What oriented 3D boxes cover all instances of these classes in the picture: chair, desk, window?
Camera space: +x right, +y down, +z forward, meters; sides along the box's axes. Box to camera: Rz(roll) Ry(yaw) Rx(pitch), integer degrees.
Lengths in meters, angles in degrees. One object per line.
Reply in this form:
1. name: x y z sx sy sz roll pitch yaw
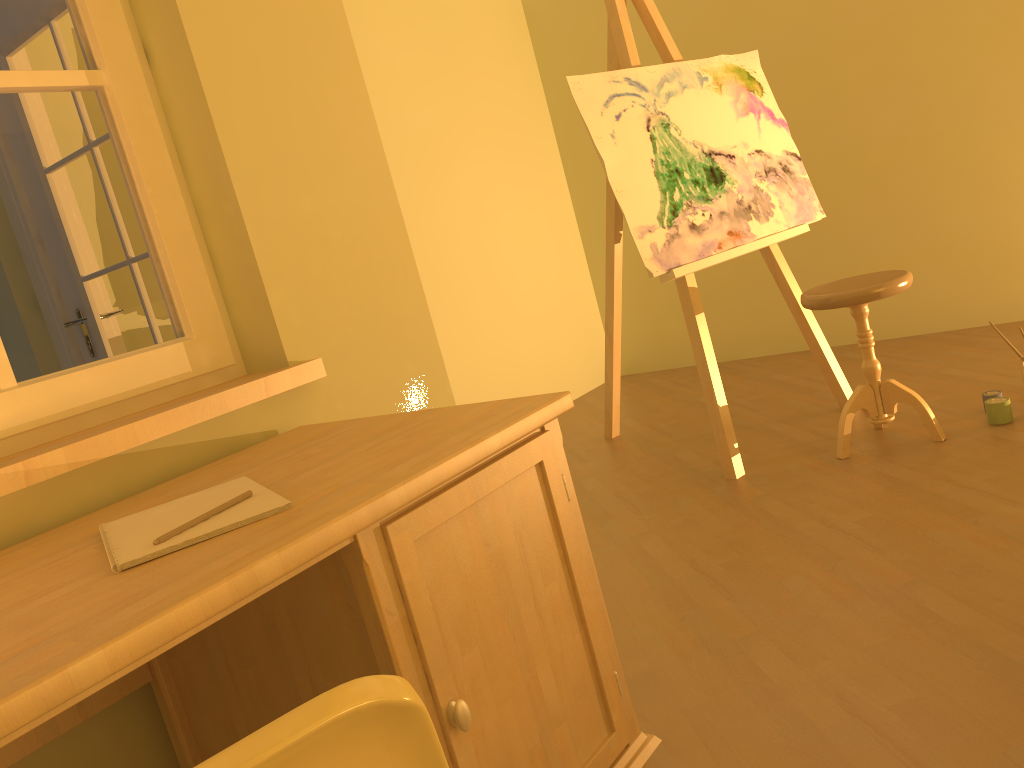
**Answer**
1. chair: -0.186 0.561 0.570 0.531 0.785 0.546 -20 10 -31
2. chair: 1.191 -0.069 2.931 0.348 0.551 0.364 -22 11 -39
3. desk: -0.473 0.585 1.123 0.684 0.720 1.396 -8 11 38
4. window: -1.165 -0.413 1.267 0.142 1.263 1.486 -8 11 38

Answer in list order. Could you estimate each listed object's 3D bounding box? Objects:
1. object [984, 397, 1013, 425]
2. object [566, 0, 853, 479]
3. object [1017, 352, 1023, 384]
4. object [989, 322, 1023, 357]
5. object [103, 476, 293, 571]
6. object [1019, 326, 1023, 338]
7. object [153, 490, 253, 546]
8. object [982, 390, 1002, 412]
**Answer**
1. object: 1.574 0.087 2.867 0.073 0.073 0.073 -7 12 42
2. object: 0.561 -0.603 3.315 1.132 1.896 0.972 -12 9 21
3. object: 1.776 -0.030 2.987 0.106 0.157 0.106 -14 9 10
4. object: 1.724 -0.087 2.994 0.159 0.286 0.010 -9 11 33
5. object: -0.433 0.179 1.198 0.210 0.010 0.300 -19 10 -26
6. object: 1.740 -0.080 2.947 0.172 0.278 0.010 -22 11 -38
7. object: -0.394 0.170 1.139 0.008 0.009 0.166 -10 10 29
8. object: 1.627 0.059 2.999 0.060 0.060 0.060 -11 10 23
